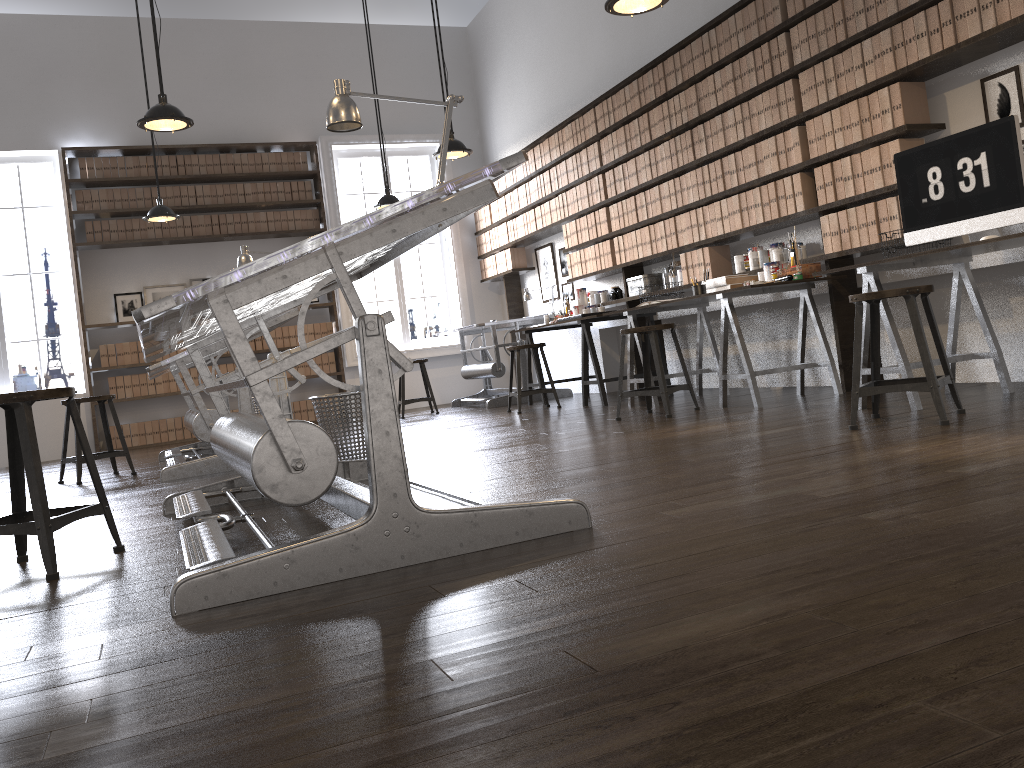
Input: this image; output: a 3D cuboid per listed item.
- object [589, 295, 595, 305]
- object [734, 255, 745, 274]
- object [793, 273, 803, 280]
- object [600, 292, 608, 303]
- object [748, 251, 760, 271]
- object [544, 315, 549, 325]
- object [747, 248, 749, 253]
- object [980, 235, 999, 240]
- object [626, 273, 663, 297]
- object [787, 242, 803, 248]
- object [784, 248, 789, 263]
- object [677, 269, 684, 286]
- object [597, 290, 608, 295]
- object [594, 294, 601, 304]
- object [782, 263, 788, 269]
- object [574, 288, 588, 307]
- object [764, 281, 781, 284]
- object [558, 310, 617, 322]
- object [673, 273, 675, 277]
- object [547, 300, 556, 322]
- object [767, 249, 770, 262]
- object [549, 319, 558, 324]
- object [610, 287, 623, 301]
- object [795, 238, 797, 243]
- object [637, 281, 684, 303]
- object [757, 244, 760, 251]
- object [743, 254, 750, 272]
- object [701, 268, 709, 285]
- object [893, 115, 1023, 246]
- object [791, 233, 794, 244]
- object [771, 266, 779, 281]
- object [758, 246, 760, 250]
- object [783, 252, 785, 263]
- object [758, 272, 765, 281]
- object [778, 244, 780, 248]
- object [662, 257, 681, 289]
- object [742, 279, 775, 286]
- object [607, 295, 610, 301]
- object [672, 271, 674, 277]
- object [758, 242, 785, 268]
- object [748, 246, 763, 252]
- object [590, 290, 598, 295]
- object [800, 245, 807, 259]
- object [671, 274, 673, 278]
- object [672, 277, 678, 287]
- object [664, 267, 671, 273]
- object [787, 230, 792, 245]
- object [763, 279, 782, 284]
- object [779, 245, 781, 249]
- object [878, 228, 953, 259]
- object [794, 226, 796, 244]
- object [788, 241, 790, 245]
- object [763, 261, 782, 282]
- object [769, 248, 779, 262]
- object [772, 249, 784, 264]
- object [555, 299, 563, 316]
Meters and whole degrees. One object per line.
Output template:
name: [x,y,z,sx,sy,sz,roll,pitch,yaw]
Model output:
object: [0.711,-0.734,7.760,0.062,0.094,0.061,-7,0,-36]
object: [1.486,-0.779,5.778,0.061,0.119,0.062,-7,-1,28]
object: [1.564,-0.587,4.841,0.049,0.037,0.049,-7,1,-19]
object: [0.795,-0.741,7.652,0.062,0.094,0.061,-7,0,-36]
object: [1.543,-0.782,5.646,0.061,0.119,0.062,-8,-1,36]
object: [0.324,-0.565,7.936,0.068,0.104,0.068,-7,0,-18]
object: [1.576,-0.818,5.858,0.009,0.169,0.040,-7,-1,-19]
object: [1.936,-0.586,3.578,0.106,0.028,0.059,-8,1,-26]
object: [1.060,-0.785,7.055,0.193,0.152,0.316,-7,1,-23]
object: [1.766,-0.808,5.500,0.095,0.130,0.093,-7,0,-35]
object: [1.693,-0.782,5.397,0.062,0.095,0.063,-7,0,10]
object: [1.263,-0.775,6.479,0.094,0.128,0.094,-7,0,-15]
object: [0.807,-0.761,7.815,0.094,0.128,0.095,-7,0,8]
object: [0.751,-0.737,7.702,0.063,0.093,0.062,-7,0,-36]
object: [1.613,-0.649,5.270,0.094,0.128,0.094,-7,0,-26]
object: [0.625,-0.770,7.958,0.108,0.177,0.106,-7,0,-20]
object: [1.423,-0.561,4.932,0.156,0.006,0.006,-7,0,-2]
object: [0.585,-0.526,6.912,0.313,0.033,0.445,-8,2,-22]
object: [1.210,-0.782,6.567,0.008,0.125,0.041,-6,-1,-33]
object: [0.355,-0.629,7.878,0.068,0.230,0.069,-7,-1,-25]
object: [1.646,-0.794,5.624,0.045,0.128,0.044,-7,-1,-4]
object: [0.374,-0.528,7.562,0.132,0.050,0.197,-7,2,7]
object: [0.864,-0.751,7.446,0.091,0.109,0.170,-7,1,-22]
object: [1.610,-0.744,4.996,0.005,0.157,0.006,-8,-1,31]
object: [1.061,-0.629,6.278,0.284,0.161,0.203,-8,1,-22]
object: [1.596,-0.814,5.678,0.029,0.169,0.004,-7,-1,0]
object: [1.543,-0.787,5.802,0.044,0.128,0.045,-7,-1,-22]
object: [1.310,-0.674,5.982,0.101,0.209,0.101,-7,-1,23]
object: [2.016,-0.852,3.947,0.205,0.518,0.642,-7,0,-22]
object: [1.592,-0.757,4.998,0.008,0.186,0.071,-8,-1,20]
object: [1.522,-0.625,5.108,0.049,0.112,0.049,-7,-1,-19]
object: [1.604,-0.816,5.674,0.036,0.149,0.005,-7,-1,1]
object: [1.685,-0.773,5.481,0.054,0.081,0.053,-7,0,-32]
object: [1.505,-0.624,5.291,0.061,0.094,0.062,-7,0,28]
object: [1.663,-0.801,5.468,0.030,0.135,0.004,-7,-1,-27]
object: [1.202,-0.851,6.712,0.157,0.272,0.181,-7,0,-38]
object: [1.395,-0.575,5.034,0.196,0.050,0.132,-6,2,39]
object: [0.832,-0.738,7.731,0.054,0.080,0.054,-7,0,5]
object: [1.205,-0.774,6.569,0.004,0.127,0.028,-7,-1,-24]
object: [1.652,-0.811,5.642,0.206,0.162,0.094,-7,0,-21]
object: [1.593,-0.808,5.757,0.094,0.162,0.094,-7,0,-26]
object: [0.734,-0.764,7.890,0.070,0.130,0.070,-7,-1,16]
object: [1.763,-0.791,5.388,0.062,0.096,0.062,-7,0,10]
object: [1.194,-0.768,6.556,0.004,0.103,0.035,-7,-1,-26]
object: [1.274,-0.762,6.560,0.181,0.093,0.062,-7,0,-8]
object: [1.227,-0.811,6.872,0.079,0.188,0.078,-6,-1,-43]
object: [1.586,-0.769,5.016,0.007,0.214,0.055,-7,-1,-15]
object: [1.429,-0.564,4.929,0.171,0.017,0.011,-6,1,36]
object: [1.672,-0.803,5.467,0.036,0.119,0.005,-7,-1,-26]
object: [1.959,-0.678,4.298,0.204,0.161,0.283,-8,1,-30]
object: [1.605,-0.780,5.004,0.020,0.228,0.007,-7,-1,9]
object: [1.585,-0.744,5.004,0.037,0.153,0.008,-8,-1,27]
object: [1.532,-0.642,5.185,0.104,0.142,0.104,-7,0,-15]
object: [1.651,-0.793,5.563,0.061,0.119,0.062,-8,-1,36]
object: [1.629,-0.775,5.414,0.062,0.096,0.062,-7,0,10]
object: [0.420,-0.642,7.905,0.068,0.238,0.069,-7,-1,-25]
